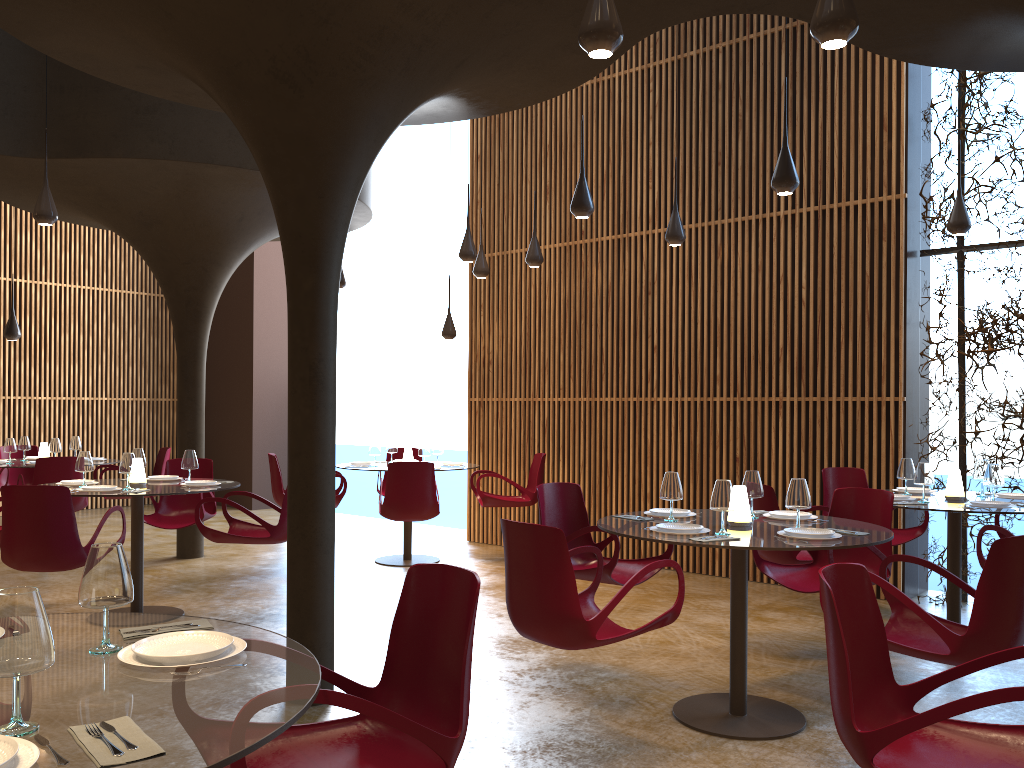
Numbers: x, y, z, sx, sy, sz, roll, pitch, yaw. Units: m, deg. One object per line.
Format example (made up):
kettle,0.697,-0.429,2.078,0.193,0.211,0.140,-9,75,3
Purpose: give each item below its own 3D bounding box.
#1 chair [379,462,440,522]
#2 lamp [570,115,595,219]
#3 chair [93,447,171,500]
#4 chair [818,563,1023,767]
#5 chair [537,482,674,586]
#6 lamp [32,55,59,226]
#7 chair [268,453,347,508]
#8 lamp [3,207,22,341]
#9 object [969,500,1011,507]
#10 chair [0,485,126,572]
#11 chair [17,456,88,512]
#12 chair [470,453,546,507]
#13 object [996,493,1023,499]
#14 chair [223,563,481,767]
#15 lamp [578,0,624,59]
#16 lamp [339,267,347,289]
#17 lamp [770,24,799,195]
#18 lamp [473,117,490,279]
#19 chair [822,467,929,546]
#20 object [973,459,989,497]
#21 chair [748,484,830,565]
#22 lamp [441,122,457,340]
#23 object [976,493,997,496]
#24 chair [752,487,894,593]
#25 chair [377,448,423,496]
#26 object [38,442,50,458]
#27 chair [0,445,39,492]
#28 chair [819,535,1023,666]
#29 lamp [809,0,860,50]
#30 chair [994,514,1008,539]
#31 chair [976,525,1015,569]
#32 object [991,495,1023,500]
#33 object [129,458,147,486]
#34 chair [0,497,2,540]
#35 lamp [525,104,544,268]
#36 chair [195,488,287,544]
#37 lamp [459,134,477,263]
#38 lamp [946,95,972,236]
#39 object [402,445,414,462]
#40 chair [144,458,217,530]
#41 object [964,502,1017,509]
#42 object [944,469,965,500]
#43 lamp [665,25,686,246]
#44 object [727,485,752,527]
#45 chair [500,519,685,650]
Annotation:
chair,-1.066,1.099,9.207,0.625,0.636,0.873,1,-1,-10
lamp,0.579,-4.458,7.034,0.196,6.276,0.196,0,0,-5
chair,-4.779,1.128,11.206,0.873,0.636,0.625,1,-1,-32
chair,1.425,0.943,2.803,0.872,0.636,0.625,0,-1,35
chair,0.580,1.026,6.102,0.625,0.636,0.872,1,-1,-45
lamp,-3.901,-4.478,7.457,0.196,6.276,0.196,0,0,-44
chair,-2.362,1.118,10.212,0.872,0.636,0.625,1,-1,-15
lamp,-6.074,-3.670,10.817,0.196,6.276,0.196,0,0,-35
object,3.407,0.857,6.318,0.263,0.029,0.263,-1,-2,33
chair,-3.247,1.007,6.361,0.625,0.636,0.873,0,-1,-2
chair,-4.945,1.082,9.574,0.625,0.636,0.872,1,-1,-37
chair,-0.030,1.143,10.541,0.872,0.636,0.625,1,-1,-10
object,3.942,0.878,6.941,0.263,0.029,0.263,1,-2,-12
chair,-0.523,0.927,2.739,0.873,0.636,0.625,1,-1,-35
lamp,0.400,-4.547,3.791,0.196,6.276,0.196,0,0,-14
lamp,-2.188,-4.359,11.354,0.196,6.276,0.196,0,0,15
lamp,1.932,-4.471,6.208,0.196,6.276,0.196,0,0,-5
lamp,-0.338,-4.374,10.337,0.196,6.276,0.196,0,0,-42
chair,3.198,1.096,7.987,0.625,0.636,0.873,1,-1,-15
object,3.763,0.753,7.090,0.142,0.295,0.142,1,0,-38
chair,2.193,1.054,6.690,0.872,0.636,0.625,1,-1,-10
lamp,-0.768,-3.690,11.116,0.196,6.276,0.196,0,0,15
object,3.945,0.903,7.243,0.262,0.017,0.126,0,-2,-3
chair,2.121,1.031,5.885,0.873,0.636,0.625,1,-1,-35
chair,-1.403,1.158,11.438,0.625,0.636,0.873,0,-1,-5
object,-5.588,0.814,10.585,0.144,0.232,0.142,0,0,18
chair,-6.309,1.125,11.495,0.625,0.636,0.872,1,-1,-42
chair,2.030,0.986,4.247,0.625,0.636,0.872,1,-1,-40
lamp,1.356,-4.544,3.673,0.196,6.276,0.196,0,0,-14
chair,4.424,1.079,7.028,0.872,0.636,0.625,0,-1,-5
chair,3.526,1.035,5.655,0.625,0.636,0.873,1,-1,-10
object,3.942,0.888,6.941,0.332,0.014,0.332,-1,-2,33
object,-3.190,0.748,7.558,0.144,0.232,0.142,0,-1,33
chair,-4.428,1.031,7.568,0.872,0.636,0.625,0,-1,-2
lamp,0.262,-4.393,9.492,0.196,6.276,0.196,0,0,-42
chair,-2.171,1.048,7.599,0.872,0.636,0.625,0,-1,3
lamp,-0.437,-4.405,9.222,0.196,6.276,0.196,0,0,-22
lamp,3.858,-4.419,7.611,0.196,6.276,0.196,0,0,-24
object,-1.222,0.840,10.432,0.142,0.232,0.144,0,0,25
chair,-3.256,1.071,8.716,0.625,0.636,0.873,0,-1,-7
object,3.407,0.867,6.318,0.332,0.014,0.332,-1,-2,33
object,3.420,0.775,6.848,0.144,0.232,0.142,0,0,5
lamp,1.529,-4.420,8.183,0.196,6.276,0.196,0,0,15
object,1.342,0.716,5.227,0.144,0.232,0.142,0,0,-5
chair,0.358,0.981,4.477,0.873,0.636,0.625,1,-1,-40
